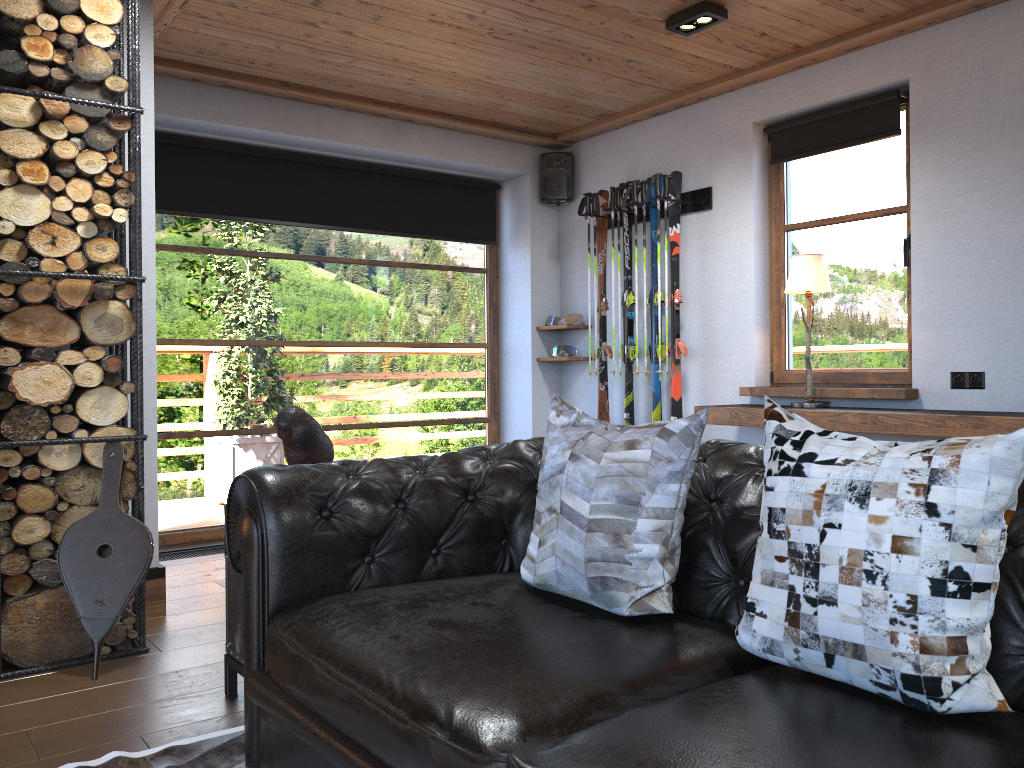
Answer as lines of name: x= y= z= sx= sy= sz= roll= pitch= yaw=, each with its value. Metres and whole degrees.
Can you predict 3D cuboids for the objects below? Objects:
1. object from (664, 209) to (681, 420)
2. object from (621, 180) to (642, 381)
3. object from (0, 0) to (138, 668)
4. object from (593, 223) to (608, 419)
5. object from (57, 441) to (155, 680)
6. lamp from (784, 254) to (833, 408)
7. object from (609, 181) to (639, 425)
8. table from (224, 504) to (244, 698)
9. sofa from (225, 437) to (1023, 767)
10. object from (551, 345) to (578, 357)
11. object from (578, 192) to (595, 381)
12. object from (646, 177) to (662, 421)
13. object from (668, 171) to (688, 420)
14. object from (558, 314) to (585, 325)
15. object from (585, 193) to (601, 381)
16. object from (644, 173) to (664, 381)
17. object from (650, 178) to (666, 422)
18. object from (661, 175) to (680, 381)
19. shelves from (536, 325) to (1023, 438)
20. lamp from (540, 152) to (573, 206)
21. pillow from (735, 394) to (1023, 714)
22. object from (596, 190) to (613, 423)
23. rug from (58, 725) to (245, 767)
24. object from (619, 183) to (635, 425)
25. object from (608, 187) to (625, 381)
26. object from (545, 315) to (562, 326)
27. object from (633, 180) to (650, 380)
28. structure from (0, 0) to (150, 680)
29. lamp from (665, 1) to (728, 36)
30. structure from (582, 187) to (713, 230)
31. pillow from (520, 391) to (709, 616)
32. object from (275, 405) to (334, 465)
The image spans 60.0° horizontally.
object: x=0.974 y=-0.475 z=5.457 sx=0.116 sy=1.606 sz=0.094 roll=-1 pitch=0 yaw=-36
object: x=0.745 y=-0.644 z=5.525 sx=0.120 sy=1.249 sz=0.059 roll=-1 pitch=0 yaw=10
object: x=-1.699 y=-0.316 z=3.299 sx=0.499 sy=2.612 sz=0.461 roll=-1 pitch=0 yaw=-37
object: x=0.584 y=-0.479 z=5.991 sx=0.116 sy=1.606 sz=0.094 roll=-1 pitch=0 yaw=-36
object: x=-1.422 y=0.597 z=3.104 sx=0.260 sy=0.795 sz=0.271 roll=0 pitch=0 yaw=37
lamp: x=1.712 y=0.069 z=4.729 sx=0.639 sy=1.481 sz=0.243 roll=-1 pitch=0 yaw=-33
object: x=0.713 y=-0.507 z=5.715 sx=0.257 sy=1.622 sz=0.102 roll=-1 pitch=0 yaw=-40
table: x=-0.634 y=0.678 z=2.763 sx=0.410 sy=0.609 sz=0.412 roll=-1 pitch=0 yaw=-36
sofa: x=0.468 y=0.568 z=1.657 sx=1.254 sy=0.838 sz=2.536 roll=-1 pitch=1 yaw=-37
object: x=0.370 y=-0.233 z=6.320 sx=0.188 sy=0.084 sz=0.351 roll=-1 pitch=1 yaw=0
object: x=0.495 y=-0.646 z=5.854 sx=0.058 sy=1.249 sz=0.122 roll=-1 pitch=0 yaw=36
object: x=0.896 y=-0.508 z=5.657 sx=0.112 sy=1.622 sz=0.072 roll=-1 pitch=0 yaw=-37
object: x=1.021 y=-0.489 z=5.372 sx=0.116 sy=1.606 sz=0.094 roll=-1 pitch=0 yaw=-36
object: x=0.426 y=-0.451 z=6.243 sx=0.192 sy=0.084 sz=0.158 roll=-1 pitch=1 yaw=-38
object: x=0.533 y=-0.647 z=5.927 sx=0.119 sy=1.249 sz=0.059 roll=-1 pitch=0 yaw=36
object: x=0.857 y=-0.642 z=5.348 sx=0.120 sy=1.249 sz=0.059 roll=-1 pitch=0 yaw=20
object: x=0.931 y=-0.507 z=5.591 sx=0.112 sy=1.622 sz=0.072 roll=-1 pitch=0 yaw=-37
object: x=0.964 y=-0.643 z=5.358 sx=0.120 sy=1.249 sz=0.059 roll=-1 pitch=0 yaw=15
shelves: x=2.195 y=0.099 z=3.789 sx=0.619 sy=0.988 sz=6.566 roll=-1 pitch=1 yaw=-36
lamp: x=0.322 y=-1.476 z=6.365 sx=0.216 sy=0.349 sz=0.211 roll=-1 pitch=0 yaw=-36
pillow: x=0.620 y=0.257 z=1.530 sx=0.286 sy=0.469 sz=0.522 roll=-1 pitch=0 yaw=-33
object: x=0.631 y=-0.493 z=5.907 sx=0.116 sy=1.606 sz=0.094 roll=-1 pitch=0 yaw=-36
rug: x=0.403 y=0.970 z=0.950 sx=2.460 sy=0.053 sz=3.998 roll=-1 pitch=1 yaw=-36
object: x=0.742 y=-0.509 z=5.816 sx=0.112 sy=1.622 sz=0.072 roll=-1 pitch=0 yaw=-37
object: x=0.669 y=-0.646 z=5.740 sx=0.119 sy=1.249 sz=0.059 roll=-1 pitch=0 yaw=36
object: x=0.322 y=-0.452 z=6.385 sx=0.161 sy=0.084 sz=0.187 roll=-1 pitch=1 yaw=-37
object: x=0.806 y=-0.644 z=5.553 sx=0.119 sy=1.249 sz=0.059 roll=-1 pitch=0 yaw=36
structure: x=-1.688 y=-0.322 z=3.295 sx=0.508 sy=2.617 sz=0.506 roll=-1 pitch=0 yaw=-36
lamp: x=0.863 y=-1.717 z=4.152 sx=0.157 sy=0.068 sz=0.258 roll=-1 pitch=1 yaw=-36
structure: x=0.789 y=-1.121 z=5.675 sx=0.322 sy=0.135 sz=1.038 roll=-1 pitch=1 yaw=-36
pillow: x=0.224 y=0.253 z=2.072 sx=0.286 sy=0.469 sz=0.522 roll=-1 pitch=0 yaw=-33
object: x=-0.633 y=0.222 z=2.738 sx=0.149 sy=0.319 sz=0.248 roll=-1 pitch=0 yaw=5
